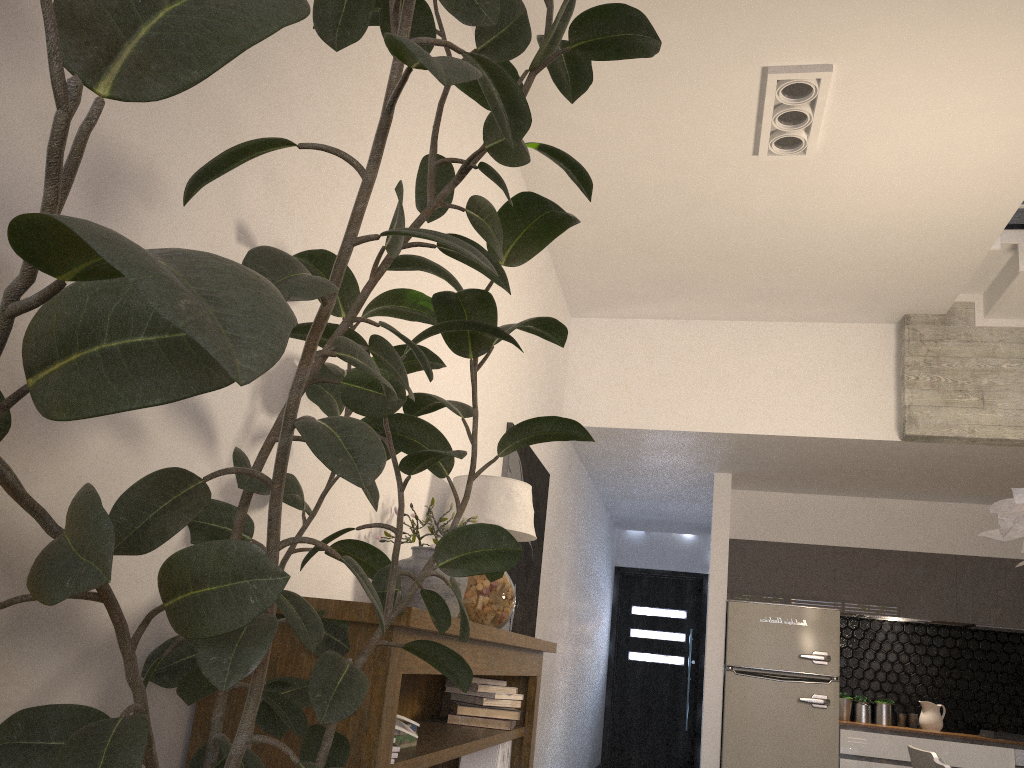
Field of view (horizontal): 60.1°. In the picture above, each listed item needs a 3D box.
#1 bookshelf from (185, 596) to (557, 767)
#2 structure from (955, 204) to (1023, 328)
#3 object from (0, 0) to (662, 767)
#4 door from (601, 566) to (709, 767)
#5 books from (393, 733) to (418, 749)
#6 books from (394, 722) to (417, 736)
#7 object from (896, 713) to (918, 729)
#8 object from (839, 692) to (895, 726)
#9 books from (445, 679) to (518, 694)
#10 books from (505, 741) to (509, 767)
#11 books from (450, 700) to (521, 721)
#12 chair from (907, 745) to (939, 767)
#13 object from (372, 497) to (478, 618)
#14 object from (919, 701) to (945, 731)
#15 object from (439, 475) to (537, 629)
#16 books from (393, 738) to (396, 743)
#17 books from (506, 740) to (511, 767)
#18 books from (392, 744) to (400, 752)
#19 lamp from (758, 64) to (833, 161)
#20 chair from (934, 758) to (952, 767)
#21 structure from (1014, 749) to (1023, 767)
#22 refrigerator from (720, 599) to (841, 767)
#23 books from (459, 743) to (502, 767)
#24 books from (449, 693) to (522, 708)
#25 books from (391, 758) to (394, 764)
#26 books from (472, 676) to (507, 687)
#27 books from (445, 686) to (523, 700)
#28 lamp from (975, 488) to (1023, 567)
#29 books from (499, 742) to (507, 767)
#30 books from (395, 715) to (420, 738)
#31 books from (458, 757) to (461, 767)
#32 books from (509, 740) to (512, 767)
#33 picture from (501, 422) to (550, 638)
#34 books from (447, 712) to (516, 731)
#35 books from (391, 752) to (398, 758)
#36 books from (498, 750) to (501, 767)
[{"bbox_3d":[-0.287,1.291,2.560,0.450,1.156,1.947,3,-17,13],"label":"bookshelf"},{"bbox_3d":[3.177,-1.427,4.564,4.232,8.197,8.583,3,-16,13],"label":"structure"},{"bbox_3d":[-0.216,-0.112,1.396,0.909,3.157,2.037,8,-15,-9],"label":"object"},{"bbox_3d":[1.667,3.317,10.275,1.107,2.284,0.162,3,-15,13],"label":"door"},{"bbox_3d":[-0.365,0.892,2.231,0.179,0.033,0.246,1,-18,15],"label":"books"},{"bbox_3d":[-0.358,0.862,2.229,0.166,0.023,0.230,1,-18,16],"label":"books"},{"bbox_3d":[3.117,2.654,6.987,0.160,0.109,0.079,1,-16,17],"label":"object"},{"bbox_3d":[2.788,2.579,7.037,0.482,0.218,0.175,3,-16,10],"label":"object"},{"bbox_3d":[-0.119,1.144,3.346,0.176,0.023,0.245,16,-20,-30],"label":"books"},{"bbox_3d":[-0.088,1.416,3.313,0.135,0.186,0.015,3,-15,13],"label":"books"},{"bbox_3d":[2.220,-1.302,5.555,5.433,6.619,0.362,17,-18,-35],"label":"books"},{"bbox_3d":[1.807,1.855,3.249,0.601,0.907,0.482,2,-15,13],"label":"chair"},{"bbox_3d":[-0.260,0.554,2.823,0.386,0.407,0.279,8,-16,-9],"label":"object"},{"bbox_3d":[3.288,2.601,6.929,0.190,0.212,0.174,-2,-17,25],"label":"object"},{"bbox_3d":[-0.106,0.669,3.423,0.390,0.574,0.394,11,-16,-17],"label":"object"},{"bbox_3d":[-0.419,0.792,2.035,0.253,0.011,0.322,11,-18,-15],"label":"books"},{"bbox_3d":[-0.079,1.433,3.365,0.136,0.186,0.019,3,-15,13],"label":"books"},{"bbox_3d":[-0.423,0.820,2.057,0.253,0.011,0.322,12,-18,-19],"label":"books"},{"bbox_3d":[1.242,-1.198,3.922,0.253,0.065,0.654,2,-18,12],"label":"lamp"},{"bbox_3d":[1.570,1.621,2.575,0.601,0.907,0.481,0,-16,22],"label":"chair"},{"bbox_3d":[3.896,2.976,6.428,0.587,0.580,0.592,2,-16,13],"label":"structure"},{"bbox_3d":[2.060,2.598,6.876,0.828,1.688,0.780,3,-15,13],"label":"refrigerator"},{"bbox_3d":[-0.120,1.368,3.162,0.135,0.180,0.079,3,-15,13],"label":"books"},{"bbox_3d":[-0.101,1.196,3.351,0.180,0.029,0.227,18,-21,-33],"label":"books"},{"bbox_3d":[-0.416,0.833,2.026,0.253,0.011,0.322,10,-18,-13],"label":"books"},{"bbox_3d":[-0.124,1.122,3.353,0.205,0.022,0.157,7,-17,-2],"label":"books"},{"bbox_3d":[-0.106,1.172,3.355,0.244,0.019,0.176,-7,-21,36],"label":"books"},{"bbox_3d":[2.513,-1.655,3.696,1.118,5.143,1.076,0,-16,23],"label":"lamp"},{"bbox_3d":[-0.094,1.396,3.250,0.136,0.186,0.019,3,-15,13],"label":"books"},{"bbox_3d":[-0.422,0.775,2.098,0.275,0.107,0.324,21,-22,-40],"label":"books"},{"bbox_3d":[-0.125,1.383,3.220,0.136,0.186,0.019,3,-15,13],"label":"books"},{"bbox_3d":[-0.073,1.441,3.388,0.135,0.187,0.031,3,-15,13],"label":"books"},{"bbox_3d":[0.008,1.354,4.906,0.033,2.001,1.250,3,-16,13],"label":"picture"},{"bbox_3d":[-0.107,1.241,3.272,0.230,0.034,0.290,4,-17,5],"label":"books"},{"bbox_3d":[-0.419,0.826,2.038,0.253,0.011,0.322,11,-18,-16],"label":"books"},{"bbox_3d":[-0.107,1.404,3.232,0.120,0.157,0.016,3,-15,13],"label":"books"}]
